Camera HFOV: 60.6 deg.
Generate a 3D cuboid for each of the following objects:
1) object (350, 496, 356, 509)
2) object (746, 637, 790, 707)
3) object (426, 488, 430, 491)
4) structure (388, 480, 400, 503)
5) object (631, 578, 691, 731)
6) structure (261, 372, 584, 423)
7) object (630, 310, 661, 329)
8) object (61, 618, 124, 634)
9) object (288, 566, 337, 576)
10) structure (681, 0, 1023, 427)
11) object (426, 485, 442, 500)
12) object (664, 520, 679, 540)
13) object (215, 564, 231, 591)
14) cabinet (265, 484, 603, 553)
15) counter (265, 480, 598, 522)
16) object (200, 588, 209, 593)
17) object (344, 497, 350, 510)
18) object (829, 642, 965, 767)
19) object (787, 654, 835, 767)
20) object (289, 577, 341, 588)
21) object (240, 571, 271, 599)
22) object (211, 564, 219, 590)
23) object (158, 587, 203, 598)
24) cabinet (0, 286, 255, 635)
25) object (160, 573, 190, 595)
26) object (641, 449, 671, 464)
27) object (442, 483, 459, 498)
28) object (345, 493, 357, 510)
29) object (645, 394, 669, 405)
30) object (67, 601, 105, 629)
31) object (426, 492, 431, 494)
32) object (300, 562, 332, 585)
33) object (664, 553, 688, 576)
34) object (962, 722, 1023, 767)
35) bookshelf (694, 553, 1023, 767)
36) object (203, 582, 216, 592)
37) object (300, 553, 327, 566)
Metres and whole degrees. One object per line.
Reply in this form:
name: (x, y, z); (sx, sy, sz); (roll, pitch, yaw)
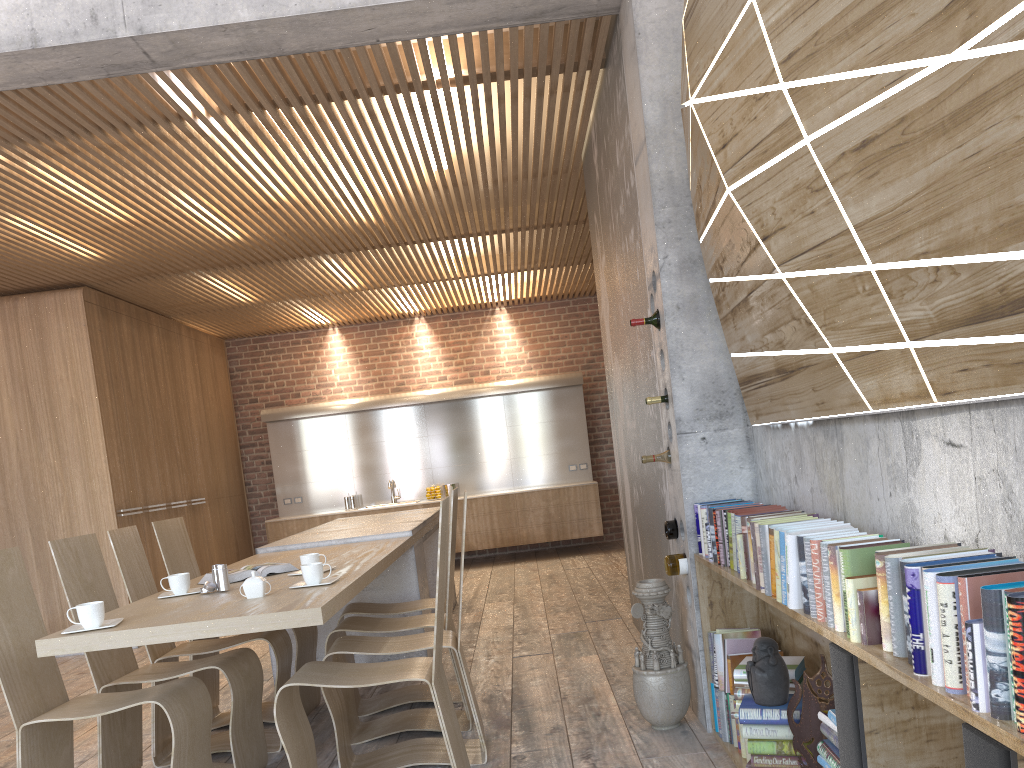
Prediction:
object: (-2.008, 1.493, 11.053); (0.060, 0.160, 0.059); (-6, 3, 16)
object: (0.873, 0.977, 2.997); (0.135, 0.230, 0.145); (-7, 2, -3)
object: (-1.046, 1.315, 10.928); (0.053, 0.052, 0.063); (-7, -1, -7)
structure: (-1.496, 1.453, 11.158); (0.115, 0.478, 0.246); (-7, 2, 0)
object: (0.671, 1.238, 4.020); (0.268, 0.686, 0.250); (-9, 4, -37)
structure: (-1.136, 0.172, 11.108); (4.077, 0.158, 0.207); (-7, -1, 1)
object: (0.694, -0.291, 3.910); (0.335, 0.091, 0.090); (-7, 0, 1)
object: (-1.513, 0.879, 3.173); (0.184, 0.014, 0.186); (-6, -5, -13)
object: (-0.945, 0.890, 4.160); (0.186, 0.014, 0.184); (-8, -5, 13)
structure: (0.763, -0.711, 1.760); (0.359, 1.535, 3.412); (-7, -3, 0)
object: (-0.976, 1.345, 10.907); (0.189, 0.175, 0.207); (-7, -1, 0)
object: (0.887, 0.666, 4.100); (0.335, 0.091, 0.090); (-7, 0, 1)
object: (-1.254, 0.838, 3.800); (0.052, 0.112, 0.053); (-9, 4, -45)
cabinet: (-1.027, 1.109, 11.163); (4.114, 2.088, 1.070); (-7, 2, 1)
counter: (-0.985, 1.462, 10.978); (4.077, 0.020, 0.653); (-7, -4, 1)
object: (-1.328, 0.894, 3.806); (0.050, 0.019, 0.051); (-6, -4, -17)
object: (-2.078, 1.501, 11.054); (0.060, 0.160, 0.059); (-6, 3, 16)
object: (0.996, 1.029, 2.228); (0.273, 0.764, 0.151); (-7, 4, 1)
object: (1.008, 1.115, 2.738); (0.194, 0.572, 0.346); (-9, 3, -40)
object: (-0.826, 0.839, 3.687); (0.185, 0.014, 0.185); (-7, -4, 4)
object: (-1.025, 0.801, 3.496); (0.122, 0.112, 0.089); (-7, 1, -8)
object: (-1.287, 0.847, 3.848); (0.052, 0.110, 0.053); (-9, 3, -45)
object: (-1.468, 0.931, 3.897); (0.184, 0.014, 0.186); (-6, -5, -13)
cabinet: (-4.272, 0.928, 9.621); (1.518, 3.139, 3.750); (-7, -1, 0)
object: (-1.482, 0.889, 3.884); (0.094, 0.088, 0.116); (-7, -1, 44)
object: (0.766, 0.330, 4.046); (0.338, 0.096, 0.095); (-7, 0, 1)
object: (-0.780, 1.354, 11.111); (0.191, 0.171, 0.189); (-7, -1, 12)
object: (-2.045, 1.478, 11.053); (0.144, 0.212, 0.052); (-7, 4, 1)
object: (0.773, 0.057, 3.934); (0.347, 0.094, 0.093); (-7, 0, 1)
object: (-1.527, 0.837, 3.160); (0.094, 0.088, 0.116); (-7, -1, 44)
object: (-1.033, 1.358, 10.911); (0.062, 0.053, 0.051); (-7, 0, 7)
object: (-0.827, 0.800, 3.692); (0.116, 0.088, 0.094); (-6, -1, -35)
object: (0.858, 0.798, 3.939); (0.338, 0.096, 0.095); (-7, 0, 1)
object: (0.992, 0.976, 1.550); (0.273, 0.764, 0.151); (-7, 4, 1)
bookshelf: (0.974, 0.915, 1.196); (0.303, 0.802, 5.323); (-7, -4, 0)
object: (-1.308, 0.877, 3.793); (0.051, 0.045, 0.050); (-7, -1, 19)
object: (-0.944, 0.851, 4.164); (0.116, 0.088, 0.094); (-6, -1, -25)
